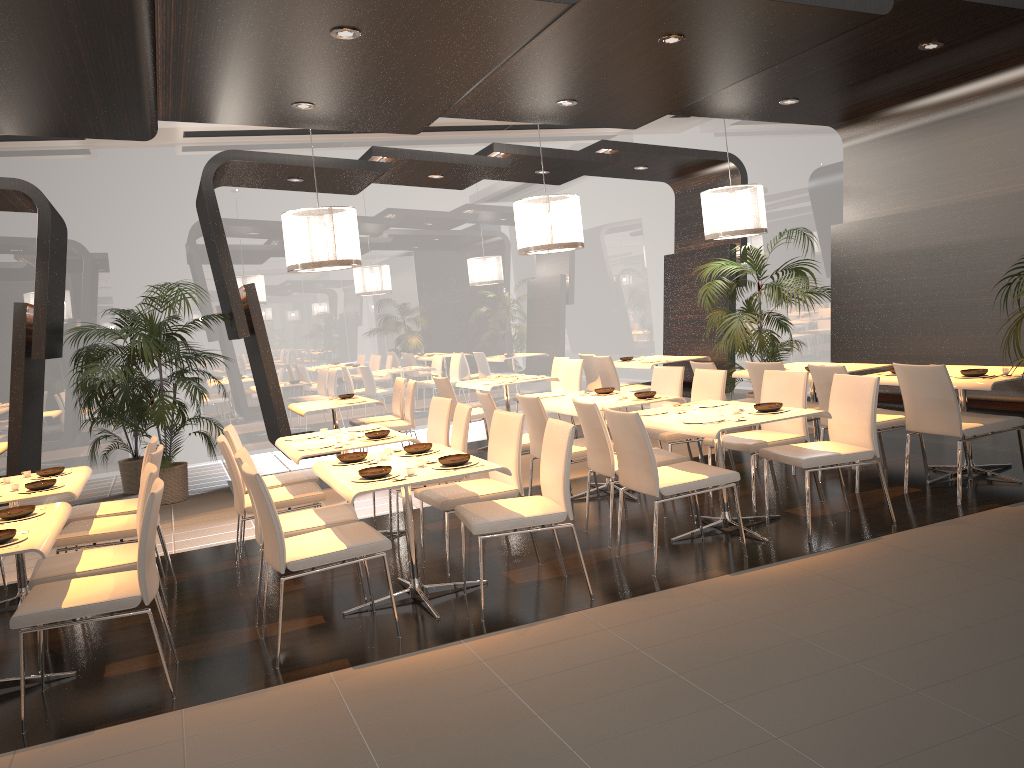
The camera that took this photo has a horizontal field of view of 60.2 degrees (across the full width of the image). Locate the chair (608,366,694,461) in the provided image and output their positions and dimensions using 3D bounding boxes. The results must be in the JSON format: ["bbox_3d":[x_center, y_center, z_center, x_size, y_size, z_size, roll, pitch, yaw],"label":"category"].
[{"bbox_3d":[1.125,0.316,7.347,0.607,0.869,0.483,-7,2,-24],"label":"chair"}]

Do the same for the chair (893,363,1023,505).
[{"bbox_3d":[2.889,0.267,5.733,0.607,0.869,0.483,-7,1,-19],"label":"chair"}]

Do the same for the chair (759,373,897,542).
[{"bbox_3d":[1.870,0.413,5.289,0.606,0.873,0.484,-6,1,-14],"label":"chair"}]

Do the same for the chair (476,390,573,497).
[{"bbox_3d":[0.075,0.459,6.936,0.606,0.869,0.484,-6,1,-14],"label":"chair"}]

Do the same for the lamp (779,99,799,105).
[{"bbox_3d":[2.373,-2.436,7.581,0.162,0.050,0.161,-7,5,-16],"label":"lamp"}]

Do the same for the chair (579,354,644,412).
[{"bbox_3d":[1.177,0.041,10.567,0.607,0.869,0.483,-7,1,-19],"label":"chair"}]

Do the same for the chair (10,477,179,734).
[{"bbox_3d":[-1.791,0.914,3.840,0.607,0.873,0.483,-7,1,-19],"label":"chair"}]

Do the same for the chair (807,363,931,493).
[{"bbox_3d":[2.508,0.261,6.284,0.606,0.869,0.484,-6,1,-14],"label":"chair"}]

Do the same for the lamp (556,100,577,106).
[{"bbox_3d":[0.421,-2.177,6.804,0.162,0.050,0.161,-7,5,-16],"label":"lamp"}]

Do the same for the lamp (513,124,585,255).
[{"bbox_3d":[0.272,-2.209,8.333,0.626,1.929,0.628,-6,1,7],"label":"lamp"}]

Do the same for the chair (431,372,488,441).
[{"bbox_3d":[-0.552,0.276,9.904,0.606,0.869,0.484,-6,1,-14],"label":"chair"}]

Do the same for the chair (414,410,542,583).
[{"bbox_3d":[-0.215,0.636,5.203,0.607,0.873,0.483,-7,2,-24],"label":"chair"}]

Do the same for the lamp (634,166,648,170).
[{"bbox_3d":[1.522,-2.568,10.445,0.161,0.056,0.161,-8,5,-27],"label":"lamp"}]

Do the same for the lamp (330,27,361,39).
[{"bbox_3d":[-0.879,-1.863,4.662,0.162,0.050,0.161,-7,5,-16],"label":"lamp"}]

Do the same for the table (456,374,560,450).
[{"bbox_3d":[-0.039,0.313,9.737,0.802,0.725,1.147,-7,4,-21],"label":"table"}]

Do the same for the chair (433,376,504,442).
[{"bbox_3d":[-0.451,0.326,9.209,0.607,0.873,0.483,-7,2,-24],"label":"chair"}]

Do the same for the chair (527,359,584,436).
[{"bbox_3d":[0.490,0.193,9.600,0.607,0.869,0.483,-7,1,-19],"label":"chair"}]

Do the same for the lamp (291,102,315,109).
[{"bbox_3d":[-1.433,-1.923,6.066,0.161,0.050,0.160,-8,5,-27],"label":"lamp"}]

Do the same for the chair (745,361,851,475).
[{"bbox_3d":[2.269,0.221,7.081,0.607,0.873,0.483,-7,2,-24],"label":"chair"}]

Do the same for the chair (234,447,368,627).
[{"bbox_3d":[-1.150,0.764,4.811,0.606,0.869,0.484,-6,1,-14],"label":"chair"}]

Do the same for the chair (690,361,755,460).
[{"bbox_3d":[1.929,0.208,7.658,0.606,0.873,0.484,-6,1,-14],"label":"chair"}]

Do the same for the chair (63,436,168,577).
[{"bbox_3d":[-2.609,0.832,5.810,0.607,0.869,0.483,-7,1,-19],"label":"chair"}]

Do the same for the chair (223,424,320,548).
[{"bbox_3d":[-1.670,0.700,6.221,0.606,0.869,0.484,-6,1,-14],"label":"chair"}]

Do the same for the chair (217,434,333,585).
[{"bbox_3d":[-1.517,0.734,5.623,0.607,0.869,0.483,-7,1,-19],"label":"chair"}]

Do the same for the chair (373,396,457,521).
[{"bbox_3d":[-0.726,0.570,6.606,0.607,0.869,0.483,-7,2,-24],"label":"chair"}]

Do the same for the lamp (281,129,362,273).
[{"bbox_3d":[-1.698,-1.939,7.549,0.626,1.929,0.628,-6,1,7],"label":"lamp"}]

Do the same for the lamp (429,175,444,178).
[{"bbox_3d":[-0.818,-2.247,9.513,0.161,0.056,0.161,-8,5,-27],"label":"lamp"}]

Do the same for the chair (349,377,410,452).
[{"bbox_3d":[-1.411,0.401,9.507,0.607,0.873,0.483,-7,1,-19],"label":"chair"}]

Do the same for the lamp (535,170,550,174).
[{"bbox_3d":[0.343,-2.406,9.975,0.161,0.056,0.161,-8,5,-27],"label":"lamp"}]

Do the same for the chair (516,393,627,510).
[{"bbox_3d":[0.404,0.478,6.331,0.607,0.873,0.483,-7,1,-19],"label":"chair"}]

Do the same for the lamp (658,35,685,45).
[{"bbox_3d":[0.974,-2.117,5.400,0.162,0.050,0.161,-7,5,-16],"label":"lamp"}]

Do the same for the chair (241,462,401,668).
[{"bbox_3d":[-0.936,0.789,4.250,0.607,0.869,0.483,-7,2,-24],"label":"chair"}]

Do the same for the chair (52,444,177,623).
[{"bbox_3d":[-2.350,0.853,5.238,0.606,0.869,0.484,-6,1,-14],"label":"chair"}]

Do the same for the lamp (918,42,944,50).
[{"bbox_3d":[2.927,-2.377,6.177,0.162,0.050,0.161,-7,5,-16],"label":"lamp"}]

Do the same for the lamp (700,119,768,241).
[{"bbox_3d":[2.211,-2.475,9.105,0.626,1.929,0.628,-6,1,11],"label":"lamp"}]

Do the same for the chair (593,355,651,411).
[{"bbox_3d":[1.294,0.084,9.930,0.607,0.873,0.483,-7,1,-19],"label":"chair"}]

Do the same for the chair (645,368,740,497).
[{"bbox_3d":[1.313,0.352,6.676,0.607,0.869,0.483,-7,1,-19],"label":"chair"}]

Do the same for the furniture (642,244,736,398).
[{"bbox_3d":[2.031,-0.750,10.571,0.759,1.674,1.400,-6,2,-21],"label":"furniture"}]

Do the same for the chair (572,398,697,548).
[{"bbox_3d":[0.749,0.504,5.585,0.606,0.873,0.484,-6,1,-14],"label":"chair"}]

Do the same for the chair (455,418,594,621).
[{"bbox_3d":[0.044,0.661,4.562,0.606,0.869,0.484,-6,1,-14],"label":"chair"}]

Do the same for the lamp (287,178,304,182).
[{"bbox_3d":[-2.198,-2.085,8.965,0.160,0.054,0.160,-7,4,-16],"label":"lamp"}]

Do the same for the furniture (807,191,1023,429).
[{"bbox_3d":[3.445,-0.607,7.111,0.759,1.672,2.900,-6,4,-21],"label":"furniture"}]

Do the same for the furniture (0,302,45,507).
[{"bbox_3d":[-4.590,0.158,7.935,0.759,1.674,1.400,-6,2,-21],"label":"furniture"}]

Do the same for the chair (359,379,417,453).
[{"bbox_3d":[-1.219,0.429,8.899,0.606,0.869,0.484,-6,1,-14],"label":"chair"}]

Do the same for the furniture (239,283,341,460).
[{"bbox_3d":[-2.271,-0.160,8.858,0.759,1.674,1.400,-6,2,-21],"label":"furniture"}]

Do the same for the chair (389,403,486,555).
[{"bbox_3d":[-0.537,0.608,5.936,0.606,0.873,0.484,-6,1,-14],"label":"chair"}]

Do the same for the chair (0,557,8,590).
[{"bbox_3d":[-3.588,0.960,5.497,0.606,0.869,0.484,-6,1,-14],"label":"chair"}]

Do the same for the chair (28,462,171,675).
[{"bbox_3d":[-2.049,0.893,4.412,0.607,0.873,0.483,-7,2,-24],"label":"chair"}]

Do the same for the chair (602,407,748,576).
[{"bbox_3d":[0.890,0.540,4.976,0.607,0.873,0.483,-7,1,-19],"label":"chair"}]

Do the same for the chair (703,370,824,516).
[{"bbox_3d":[1.682,0.376,5.958,0.607,0.873,0.483,-7,2,-24],"label":"chair"}]

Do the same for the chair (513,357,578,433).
[{"bbox_3d":[0.374,0.154,10.236,0.607,0.873,0.483,-7,1,-19],"label":"chair"}]

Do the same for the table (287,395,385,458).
[{"bbox_3d":[-1.790,0.552,9.052,0.802,0.725,1.147,-7,4,-21],"label":"table"}]
